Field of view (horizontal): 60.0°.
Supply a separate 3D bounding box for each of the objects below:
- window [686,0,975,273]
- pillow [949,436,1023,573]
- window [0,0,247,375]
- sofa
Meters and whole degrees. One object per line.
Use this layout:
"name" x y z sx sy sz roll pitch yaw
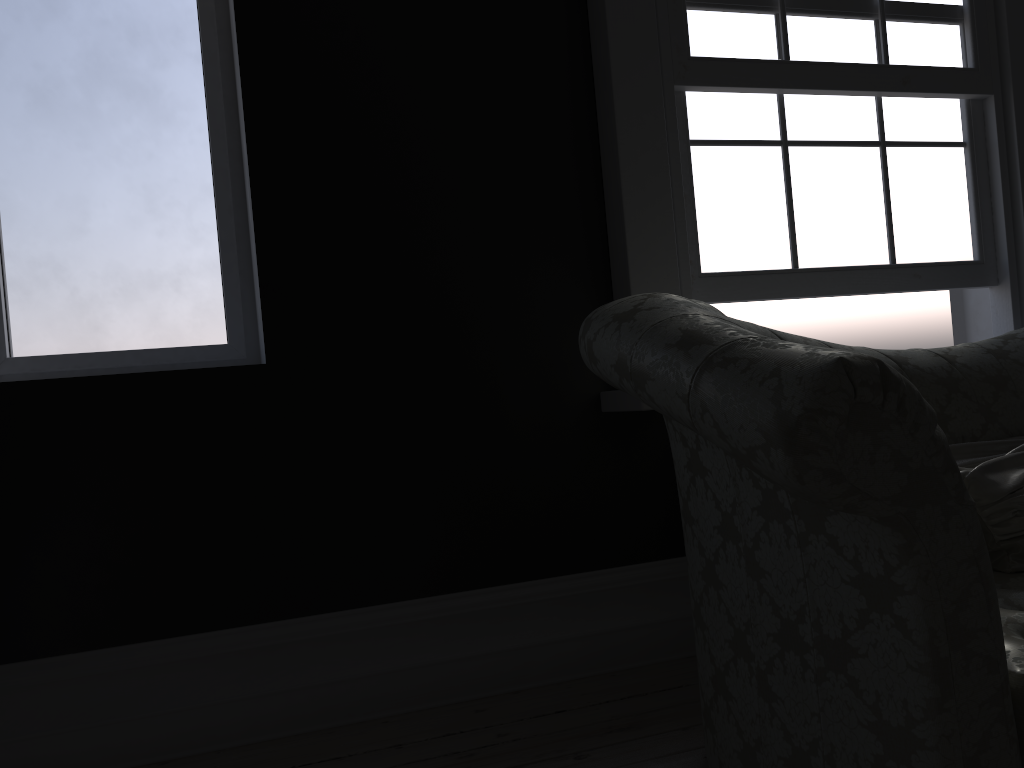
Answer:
"window" 1.147 -1.231 3.195 1.262 1.672 0.056 -5 0 -18
"pillow" 1.067 0.213 2.141 1.105 0.416 0.529 -5 -1 -18
"window" -1.293 -0.776 2.812 0.740 1.457 0.112 -5 0 -18
"sofa" 1.509 0.266 2.359 2.811 1.161 1.607 -5 -1 -17
